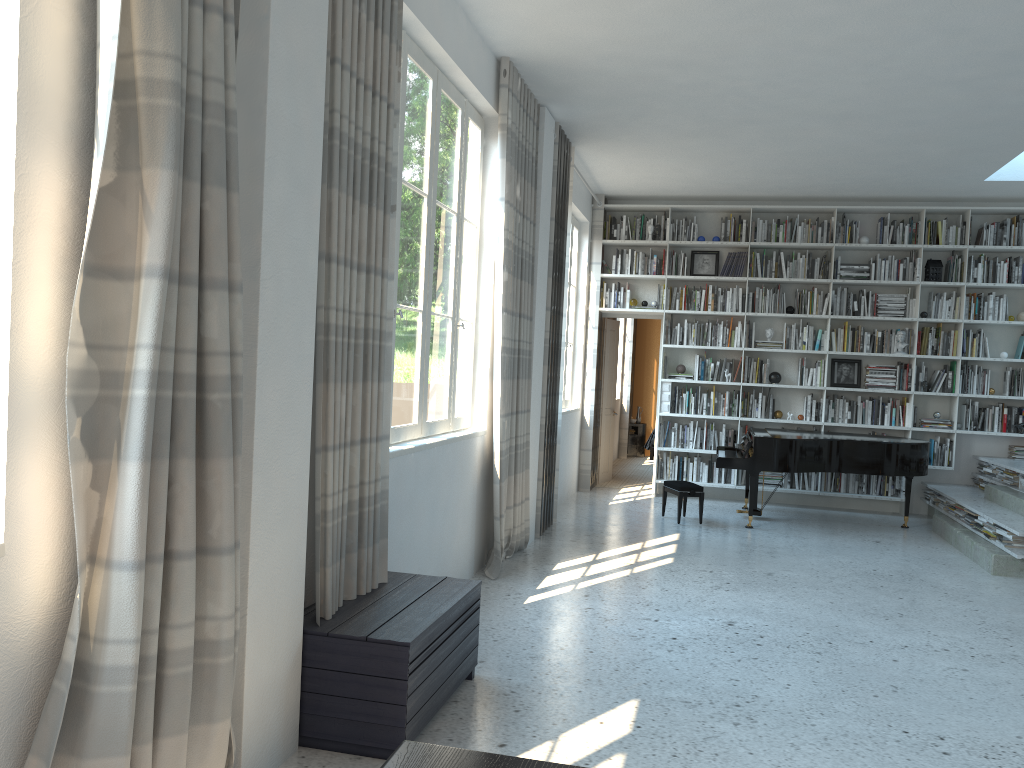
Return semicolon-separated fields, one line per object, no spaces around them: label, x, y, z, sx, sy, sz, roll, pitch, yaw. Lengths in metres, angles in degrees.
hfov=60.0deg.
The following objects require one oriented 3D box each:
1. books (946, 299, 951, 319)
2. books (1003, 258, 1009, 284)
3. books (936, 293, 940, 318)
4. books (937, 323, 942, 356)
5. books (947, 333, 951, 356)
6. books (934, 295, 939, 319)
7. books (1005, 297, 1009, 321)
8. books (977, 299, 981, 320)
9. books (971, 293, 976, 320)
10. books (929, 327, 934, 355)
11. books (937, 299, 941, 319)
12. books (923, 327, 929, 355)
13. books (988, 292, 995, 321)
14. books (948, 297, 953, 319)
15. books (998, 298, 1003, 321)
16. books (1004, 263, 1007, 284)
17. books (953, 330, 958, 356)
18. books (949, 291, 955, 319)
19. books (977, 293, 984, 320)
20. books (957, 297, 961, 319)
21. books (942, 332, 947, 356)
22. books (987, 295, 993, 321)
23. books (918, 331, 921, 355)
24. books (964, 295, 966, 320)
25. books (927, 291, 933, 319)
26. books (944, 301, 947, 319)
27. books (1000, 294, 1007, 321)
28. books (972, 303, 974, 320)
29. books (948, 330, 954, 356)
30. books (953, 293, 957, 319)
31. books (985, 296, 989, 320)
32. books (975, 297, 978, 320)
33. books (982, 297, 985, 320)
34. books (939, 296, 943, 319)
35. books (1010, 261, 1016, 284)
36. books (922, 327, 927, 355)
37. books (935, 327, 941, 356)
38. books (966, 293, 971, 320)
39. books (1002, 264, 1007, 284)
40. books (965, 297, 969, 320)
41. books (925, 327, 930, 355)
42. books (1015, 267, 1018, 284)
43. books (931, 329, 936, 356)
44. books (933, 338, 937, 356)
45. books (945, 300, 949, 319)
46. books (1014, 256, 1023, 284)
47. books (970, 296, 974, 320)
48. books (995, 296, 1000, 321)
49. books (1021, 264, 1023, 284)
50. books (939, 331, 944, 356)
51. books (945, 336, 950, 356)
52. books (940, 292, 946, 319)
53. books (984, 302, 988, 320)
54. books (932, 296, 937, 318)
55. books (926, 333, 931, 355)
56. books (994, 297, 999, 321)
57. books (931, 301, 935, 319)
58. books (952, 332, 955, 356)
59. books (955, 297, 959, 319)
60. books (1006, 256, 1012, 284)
books;4.426;-0.751;9.018;0.029;0.211;0.157;3;2;13
books;4.944;-1.118;8.894;0.012;0.265;0.156;3;2;13
books;4.334;-0.789;9.052;0.019;0.275;0.146;3;2;13
books;4.348;-0.450;9.049;0.021;0.338;0.169;3;2;13
books;4.436;-0.397;9.037;0.028;0.239;0.145;3;2;13
books;4.319;-0.776;9.055;0.028;0.250;0.164;3;2;13
books;4.956;-0.745;8.912;0.034;0.254;0.161;3;2;13
books;4.698;-0.740;8.967;0.026;0.216;0.161;3;2;13
books;4.672;-0.776;8.991;0.014;0.284;0.135;3;2;13
books;4.270;-0.433;9.063;0.019;0.294;0.163;3;2;13
books;4.343;-0.754;9.050;0.023;0.207;0.171;3;2;13
books;4.221;-0.434;9.071;0.035;0.293;0.145;3;2;13
books;4.826;-0.773;8.939;0.027;0.295;0.159;3;2;13
books;4.446;-0.762;9.020;0.024;0.234;0.149;3;2;13
books;4.893;-0.737;8.915;0.021;0.232;0.183;3;2;13
books;4.931;-1.098;8.896;0.011;0.222;0.159;3;2;13
books;4.498;-0.408;9.029;0.033;0.269;0.141;3;2;13
books;4.465;-0.790;9.017;0.028;0.293;0.154;3;2;13
books;4.714;-0.771;8.943;0.014;0.280;0.177;3;2;13
books;4.513;-0.760;9.003;0.026;0.238;0.173;3;2;13
books;4.381;-0.400;9.021;0.027;0.242;0.188;3;2;13
books;4.791;-0.758;8.921;0.030;0.263;0.182;3;2;13
books;4.173;-0.415;9.114;0.013;0.247;0.176;3;2;13
books;4.553;-0.765;8.986;0.028;0.251;0.190;3;2;13
books;4.273;-0.797;9.071;0.018;0.285;0.159;3;2;13
books;4.386;-0.745;9.024;0.024;0.195;0.172;3;2;13
books;4.914;-0.756;8.898;0.024;0.272;0.169;3;2;13
books;4.648;-0.724;8.980;0.021;0.179;0.136;3;2;13
books;4.458;-0.409;9.026;0.032;0.266;0.143;3;2;13
books;4.479;-0.781;9.011;0.025;0.277;0.173;3;2;13
books;4.776;-0.756;8.950;0.011;0.257;0.131;3;2;13
books;4.679;-0.751;8.969;0.013;0.236;0.157;3;2;13
books;4.732;-0.748;8.945;0.022;0.237;0.164;3;2;13
books;4.357;-0.767;9.041;0.023;0.236;0.178;3;2;13
books;4.993;-1.102;8.878;0.030;0.238;0.185;3;2;13
books;4.212;-0.435;9.089;0.035;0.293;0.145;3;2;13
books;4.330;-0.429;9.035;0.019;0.293;0.182;3;2;13
books;4.621;-0.775;8.990;0.014;0.278;0.154;3;2;13
books;4.912;-1.092;8.886;0.021;0.209;0.180;3;2;13
books;4.600;-0.758;9.000;0.030;0.242;0.138;3;2;13
books;4.237;-0.434;9.083;0.035;0.293;0.145;3;2;13
books;5.020;-1.072;8.876;0.027;0.181;0.176;3;2;13
books;4.294;-0.424;9.081;0.035;0.278;0.139;3;2;13
books;4.317;-0.374;9.080;0.030;0.181;0.131;3;2;13
books;4.405;-0.745;9.022;0.027;0.196;0.185;3;2;13
books;5.047;-1.123;8.856;0.029;0.285;0.183;3;2;13
books;4.630;-0.759;8.971;0.014;0.248;0.176;3;2;13
books;4.875;-0.754;8.934;0.024;0.262;0.133;3;2;13
books;5.078;-1.085;8.864;0.030;0.213;0.156;3;2;13
books;4.364;-0.407;9.050;0.033;0.253;0.174;3;2;13
books;4.405;-0.380;9.024;0.034;0.204;0.181;3;2;13
books;4.370;-0.786;9.015;0.028;0.275;0.186;3;2;13
books;4.756;-0.726;8.949;0.025;0.194;0.171;3;2;13
books;4.303;-0.774;9.064;0.024;0.242;0.159;3;2;13
books;4.253;-0.402;9.071;0.015;0.232;0.180;3;2;13
books;4.846;-0.746;8.920;0.025;0.245;0.183;3;2;13
books;4.278;-0.746;9.049;0.028;0.185;0.181;3;2;13
books;4.479;-0.399;9.036;0.019;0.248;0.149;3;2;13
books;4.491;-0.757;8.993;0.028;0.230;0.176;3;2;13
books;4.978;-1.127;8.900;0.012;0.285;0.159;3;2;13
